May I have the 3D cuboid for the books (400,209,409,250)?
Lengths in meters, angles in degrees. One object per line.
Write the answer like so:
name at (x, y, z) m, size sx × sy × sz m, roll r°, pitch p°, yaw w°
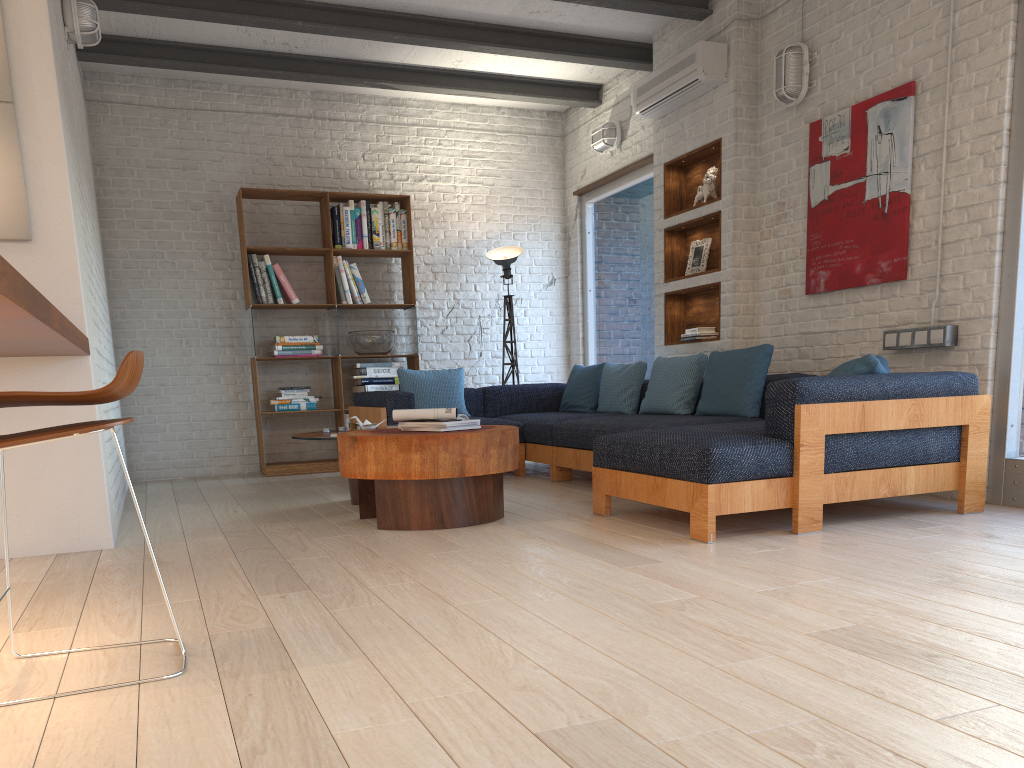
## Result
books at (-0.928, -1.255, 7.251) m, size 0.055 × 0.337 × 0.250 m, roll -6°, pitch 8°, yaw -22°

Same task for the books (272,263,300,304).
books at (-1.826, -0.784, 6.971) m, size 0.194 × 0.326 × 0.250 m, roll -5°, pitch 7°, yaw -22°

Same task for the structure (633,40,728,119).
structure at (1.087, -1.978, 5.725) m, size 0.199 × 0.223 × 0.805 m, roll -4°, pitch 2°, yaw -22°

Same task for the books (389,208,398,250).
books at (-1.009, -1.252, 7.196) m, size 0.055 × 0.337 × 0.250 m, roll -6°, pitch 8°, yaw -22°

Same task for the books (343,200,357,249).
books at (-1.315, -1.268, 7.071) m, size 0.036 × 0.392 × 0.239 m, roll -6°, pitch 8°, yaw -22°

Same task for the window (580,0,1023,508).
window at (3.153, -2.668, 2.064) m, size 0.643 × 6.526 × 12.178 m, roll -6°, pitch 4°, yaw -23°

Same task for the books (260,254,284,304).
books at (-1.903, -0.813, 6.910) m, size 0.120 × 0.390 × 0.239 m, roll -6°, pitch 8°, yaw -22°

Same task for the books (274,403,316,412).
books at (-1.767, 0.187, 7.127) m, size 0.326 × 0.057 × 0.251 m, roll -2°, pitch 1°, yaw -12°

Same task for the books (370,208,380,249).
books at (-1.145, -1.247, 7.132) m, size 0.055 × 0.337 × 0.250 m, roll -6°, pitch 8°, yaw -22°

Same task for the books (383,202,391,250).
books at (-1.055, -1.278, 7.179) m, size 0.036 × 0.392 × 0.239 m, roll -6°, pitch 8°, yaw -22°

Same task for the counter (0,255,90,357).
counter at (-2.106, 0.282, 2.374) m, size 1.677 × 0.938 × 2.465 m, roll -3°, pitch 2°, yaw -22°

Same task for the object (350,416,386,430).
object at (-0.879, 0.237, 5.337) m, size 0.186 × 0.093 × 0.191 m, roll -2°, pitch 2°, yaw 3°

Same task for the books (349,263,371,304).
books at (-1.275, -0.809, 7.162) m, size 0.157 × 0.336 × 0.250 m, roll -6°, pitch 7°, yaw -22°

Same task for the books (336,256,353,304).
books at (-1.388, -0.830, 7.109) m, size 0.103 × 0.392 × 0.239 m, roll -6°, pitch 8°, yaw -22°

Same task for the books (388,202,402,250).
books at (-0.968, -1.281, 7.213) m, size 0.036 × 0.392 × 0.239 m, roll -6°, pitch 8°, yaw -22°

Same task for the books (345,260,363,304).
books at (-1.325, -0.816, 7.156) m, size 0.124 × 0.356 × 0.267 m, roll -6°, pitch 7°, yaw -22°

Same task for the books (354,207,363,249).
books at (-1.276, -1.242, 7.107) m, size 0.055 × 0.337 × 0.250 m, roll -6°, pitch 8°, yaw -22°

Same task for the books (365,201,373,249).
books at (-1.195, -1.272, 7.123) m, size 0.036 × 0.392 × 0.239 m, roll -6°, pitch 8°, yaw -22°

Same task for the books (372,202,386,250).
books at (-1.095, -1.276, 7.178) m, size 0.036 × 0.392 × 0.239 m, roll -6°, pitch 8°, yaw -22°

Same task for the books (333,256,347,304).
books at (-1.432, -0.830, 7.116) m, size 0.101 × 0.392 × 0.239 m, roll -6°, pitch 8°, yaw -22°

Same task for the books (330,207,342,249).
books at (-1.434, -1.236, 7.044) m, size 0.055 × 0.337 × 0.250 m, roll -6°, pitch 8°, yaw -22°

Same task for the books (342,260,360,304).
books at (-1.342, -0.815, 7.140) m, size 0.124 × 0.356 × 0.267 m, roll -6°, pitch 7°, yaw -22°

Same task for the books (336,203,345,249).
books at (-1.399, -1.251, 7.055) m, size 0.020 × 0.367 × 0.267 m, roll -6°, pitch 8°, yaw -22°

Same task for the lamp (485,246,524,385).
lamp at (0.190, -0.267, 7.458) m, size 0.863 × 1.887 × 0.496 m, roll 5°, pitch 12°, yaw 39°

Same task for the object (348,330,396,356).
object at (-1.170, -0.335, 7.304) m, size 0.403 × 0.206 × 0.393 m, roll -1°, pitch 2°, yaw 20°

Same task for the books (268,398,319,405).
books at (-1.791, 0.142, 7.119) m, size 0.378 × 0.037 × 0.241 m, roll -2°, pitch 0°, yaw -22°

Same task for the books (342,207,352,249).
books at (-1.356, -1.239, 7.056) m, size 0.055 × 0.337 × 0.250 m, roll -6°, pitch 8°, yaw -22°

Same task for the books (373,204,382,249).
books at (-1.116, -1.262, 7.157) m, size 0.020 × 0.367 × 0.267 m, roll -6°, pitch 8°, yaw -22°

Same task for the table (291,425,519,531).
table at (-0.634, 0.466, 4.825) m, size 1.073 × 0.455 × 1.805 m, roll -3°, pitch 1°, yaw -17°

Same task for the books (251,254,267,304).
books at (-2.007, -0.811, 6.882) m, size 0.091 × 0.393 × 0.239 m, roll -6°, pitch 8°, yaw -22°

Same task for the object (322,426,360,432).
object at (-1.058, 0.276, 5.458) m, size 0.298 × 0.028 × 0.068 m, roll -2°, pitch 1°, yaw -44°

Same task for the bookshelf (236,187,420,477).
bookshelf at (-1.459, -0.386, 7.143) m, size 1.310 × 2.252 × 0.357 m, roll -5°, pitch 10°, yaw -21°

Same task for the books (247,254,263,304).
books at (-2.039, -0.809, 6.861) m, size 0.091 × 0.393 × 0.239 m, roll -6°, pitch 8°, yaw -22°

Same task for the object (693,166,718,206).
object at (1.308, -1.321, 5.867) m, size 0.112 × 0.248 × 0.212 m, roll -4°, pitch 6°, yaw -14°

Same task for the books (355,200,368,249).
books at (-1.226, -1.271, 7.101) m, size 0.036 × 0.392 × 0.239 m, roll -6°, pitch 8°, yaw -22°

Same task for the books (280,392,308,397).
books at (-1.785, 0.087, 7.126) m, size 0.205 × 0.034 × 0.131 m, roll -2°, pitch 1°, yaw -22°

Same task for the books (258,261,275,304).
books at (-1.966, -0.787, 6.923) m, size 0.102 × 0.341 × 0.250 m, roll -6°, pitch 8°, yaw -22°
